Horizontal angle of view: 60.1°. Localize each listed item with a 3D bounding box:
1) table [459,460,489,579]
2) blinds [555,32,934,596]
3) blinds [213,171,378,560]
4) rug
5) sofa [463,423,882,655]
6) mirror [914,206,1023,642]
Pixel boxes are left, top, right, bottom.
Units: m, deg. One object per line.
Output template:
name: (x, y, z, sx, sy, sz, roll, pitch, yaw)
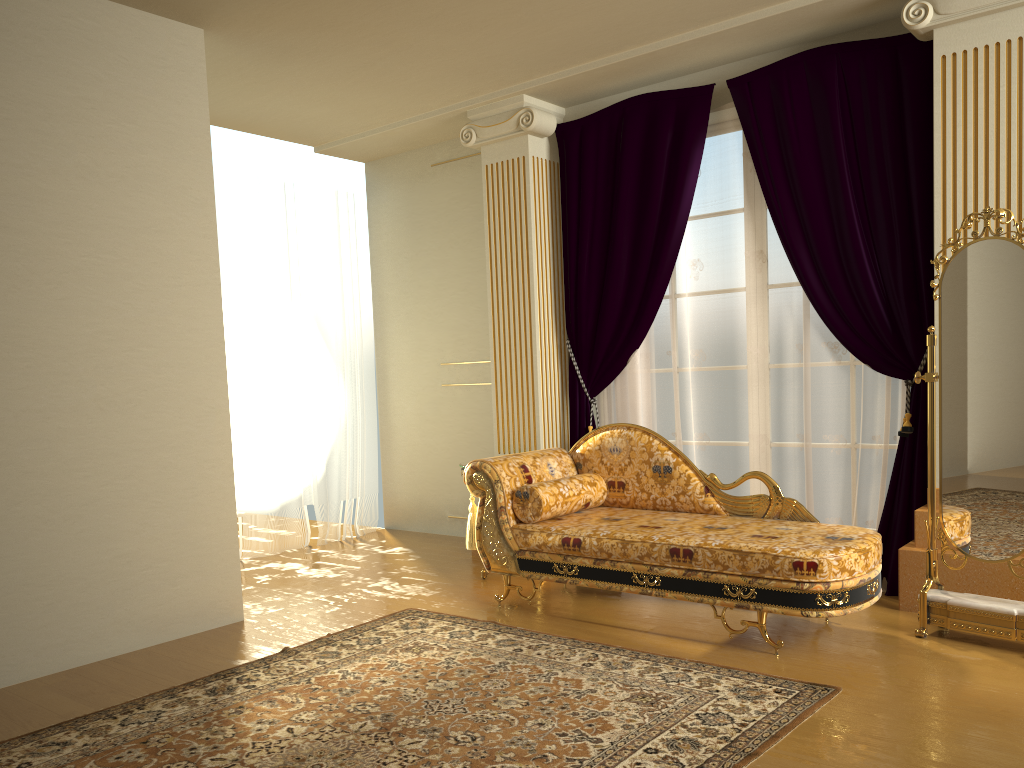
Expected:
table: (-0.005, 0.768, 5.120, 0.571, 0.646, 0.569, -3, 3, -6)
blinds: (1.193, -0.287, 4.757, 2.234, 2.665, 0.337, 0, 5, 40)
blinds: (-1.682, -0.101, 5.785, 0.164, 2.517, 2.158, 2, 5, 41)
rug: (-0.640, 1.132, 2.542, 2.117, 0.017, 3.068, -2, 1, 39)
sofa: (0.678, 0.633, 4.040, 1.893, 0.875, 0.690, -1, 3, 39)
mirror: (1.845, 0.174, 3.431, 0.242, 1.708, 0.540, -6, 6, -41)
